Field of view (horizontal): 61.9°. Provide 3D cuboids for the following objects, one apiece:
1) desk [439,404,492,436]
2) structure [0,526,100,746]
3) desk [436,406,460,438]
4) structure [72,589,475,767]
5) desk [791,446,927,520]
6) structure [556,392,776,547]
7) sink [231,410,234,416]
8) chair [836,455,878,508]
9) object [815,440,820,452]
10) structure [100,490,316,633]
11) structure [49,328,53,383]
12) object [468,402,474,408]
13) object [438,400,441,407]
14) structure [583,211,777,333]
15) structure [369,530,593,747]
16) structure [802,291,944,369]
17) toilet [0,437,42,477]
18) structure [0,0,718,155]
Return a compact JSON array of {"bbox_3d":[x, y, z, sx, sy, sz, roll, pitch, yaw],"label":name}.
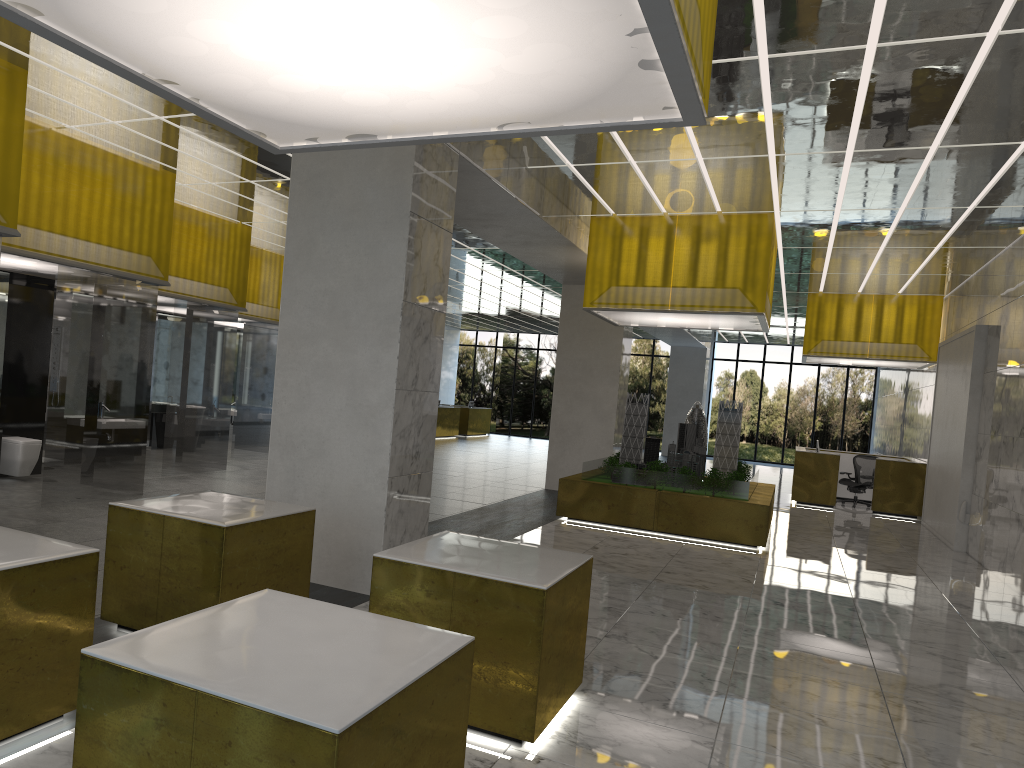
[{"bbox_3d":[-3.204,1.920,46.228,3.339,1.509,3.362,5,0,23],"label":"desk"},{"bbox_3d":[-3.667,1.619,5.404,1.417,1.174,1.393,5,0,23],"label":"structure"},{"bbox_3d":[-4.657,1.752,41.847,3.339,1.509,3.362,5,0,23],"label":"desk"},{"bbox_3d":[-1.090,1.819,4.095,1.417,1.174,1.393,5,0,23],"label":"structure"},{"bbox_3d":[9.840,2.770,24.564,3.339,1.509,3.362,5,0,23],"label":"desk"},{"bbox_3d":[3.549,1.547,18.210,4.015,2.572,4.972,5,0,22],"label":"structure"},{"bbox_3d":[-9.173,0.940,29.385,0.906,1.054,1.340,5,0,21],"label":"sink"},{"bbox_3d":[9.917,2.769,24.371,0.968,1.495,1.192,4,1,-43],"label":"chair"},{"bbox_3d":[9.078,1.990,24.986,0.571,0.668,0.724,5,0,22],"label":"object"},{"bbox_3d":[-2.809,1.719,7.992,1.417,1.174,1.393,5,0,23],"label":"structure"},{"bbox_3d":[-10.198,-0.391,18.805,0.387,1.791,0.383,6,1,23],"label":"structure"},{"bbox_3d":[-2.306,1.269,45.810,0.571,0.668,0.724,5,0,22],"label":"object"},{"bbox_3d":[-3.772,1.099,41.390,0.571,0.668,0.724,5,0,22],"label":"object"},{"bbox_3d":[3.444,-2.373,16.972,3.379,2.271,3.131,5,0,23],"label":"structure"},{"bbox_3d":[-0.230,1.919,6.688,1.417,1.174,1.393,5,0,23],"label":"structure"},{"bbox_3d":[10.189,-1.730,24.488,3.379,2.271,3.008,5,0,23],"label":"structure"},{"bbox_3d":[-9.409,1.382,16.223,0.873,0.694,0.491,5,1,25],"label":"toilet"},{"bbox_3d":[-0.737,-2.857,4.368,3.379,2.271,3.130,5,0,23],"label":"structure"}]
